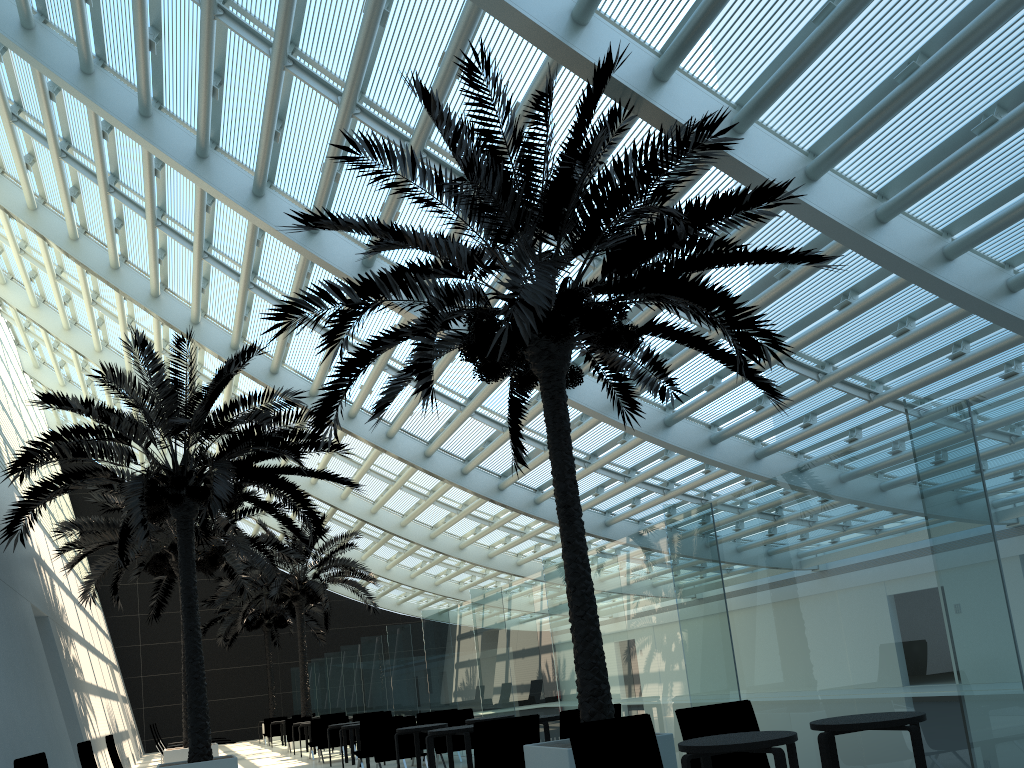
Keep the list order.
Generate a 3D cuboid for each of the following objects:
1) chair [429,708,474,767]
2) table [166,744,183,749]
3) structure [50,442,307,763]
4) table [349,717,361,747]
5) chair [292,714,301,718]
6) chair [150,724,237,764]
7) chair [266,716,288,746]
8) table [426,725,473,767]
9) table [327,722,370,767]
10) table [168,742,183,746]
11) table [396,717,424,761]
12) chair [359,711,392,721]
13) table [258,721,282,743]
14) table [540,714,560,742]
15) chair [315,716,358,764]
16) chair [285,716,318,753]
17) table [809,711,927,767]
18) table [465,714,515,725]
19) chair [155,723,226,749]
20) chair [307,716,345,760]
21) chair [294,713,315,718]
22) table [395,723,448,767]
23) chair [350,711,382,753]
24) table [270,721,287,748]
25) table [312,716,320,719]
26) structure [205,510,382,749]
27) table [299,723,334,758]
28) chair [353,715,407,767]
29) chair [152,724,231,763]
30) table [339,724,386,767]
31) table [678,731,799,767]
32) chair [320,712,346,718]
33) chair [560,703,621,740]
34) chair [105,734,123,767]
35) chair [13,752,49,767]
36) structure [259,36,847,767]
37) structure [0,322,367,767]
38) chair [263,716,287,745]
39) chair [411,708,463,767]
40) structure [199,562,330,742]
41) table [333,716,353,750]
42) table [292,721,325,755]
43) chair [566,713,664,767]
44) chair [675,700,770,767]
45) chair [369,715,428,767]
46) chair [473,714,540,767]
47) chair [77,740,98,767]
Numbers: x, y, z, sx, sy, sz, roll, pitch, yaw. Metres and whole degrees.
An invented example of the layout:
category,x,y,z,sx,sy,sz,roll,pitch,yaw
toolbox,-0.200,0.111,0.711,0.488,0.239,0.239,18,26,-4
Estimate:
category,x,y,z,sx,sy,sz,roll,pitch,yaw
chair,-0.750,5.364,13.143,0.715,0.852,0.926,-1,-15,-22
table,-8.989,9.999,23.513,0.561,0.496,0.570,-12,-15,20
structure,-6.797,4.585,17.739,4.316,6.620,4.788,-9,-12,11
table,-3.744,8.434,21.036,0.688,0.750,0.699,-12,-14,20
chair,-7.333,11.951,30.389,0.715,0.852,0.926,-1,-15,-22
chair,-8.171,9.198,22.398,2.034,1.111,0.962,0,-15,-22
chair,-7.612,11.334,28.472,0.715,0.852,0.926,-1,-15,-22
table,-0.596,4.372,10.096,0.688,0.750,0.699,-12,-14,20
table,-3.158,6.939,16.819,0.686,0.750,0.701,-10,-14,15
table,-9.929,10.937,25.968,0.561,0.496,0.570,-12,-15,20
table,-1.746,6.438,15.813,0.688,0.750,0.699,-12,-14,20
chair,-2.753,7.364,18.377,0.715,0.852,0.926,-1,-15,-22
table,-8.638,12.403,31.118,0.691,0.750,0.696,-13,-15,24
table,0.306,4.390,10.451,0.688,0.750,0.699,-12,-14,20
chair,-3.619,7.347,18.036,0.715,0.852,0.926,-1,-15,-22
chair,-5.596,9.321,23.204,0.715,0.852,0.926,-1,-15,-22
table,2.254,2.452,5.383,0.691,0.750,0.696,-13,-15,24
table,-0.258,4.962,11.951,0.686,0.750,0.701,-10,-14,15
chair,-10.021,11.046,27.233,2.034,1.111,0.962,0,-15,-22
chair,-4.207,7.947,19.613,0.715,0.852,0.926,-1,-15,-22
chair,-6.745,11.351,28.813,0.715,0.852,0.926,-1,-15,-22
table,-1.160,4.944,11.596,0.686,0.750,0.701,-10,-14,15
chair,-3.340,7.964,19.953,0.715,0.852,0.926,-1,-15,-22
table,-7.151,10.927,27.255,0.686,0.750,0.701,-10,-14,15
table,-6.249,10.944,27.610,0.686,0.750,0.701,-10,-14,15
structure,-6.310,7.212,25.848,4.820,6.741,4.623,0,-14,-28
table,-4.645,8.416,20.682,0.688,0.750,0.699,-12,-14,20
chair,-2.209,5.952,14.390,0.715,0.852,0.926,-1,-15,-22
chair,-9.082,10.108,24.778,2.034,1.111,0.962,0,-15,-22
table,-2.647,6.421,15.459,0.688,0.750,0.699,-12,-14,20
table,1.353,2.435,5.029,0.691,0.750,0.696,-13,-15,24
chair,-4.730,9.338,23.545,0.715,0.852,0.926,-1,-15,-22
chair,0.710,3.920,9.368,0.715,0.852,0.926,-1,-15,-22
chair,-3.144,4.179,9.259,2.034,1.111,0.962,0,-15,-22
chair,-1.323,2.359,4.497,2.034,1.111,0.962,0,-15,-22
structure,0.474,0.442,8.130,4.817,6.742,4.625,-6,-12,-4
structure,-4.477,2.495,12.255,4.675,6.562,4.419,5,-16,-43
chair,-8.199,11.935,30.049,0.715,0.852,0.926,-1,-15,-22
chair,-1.342,5.969,14.730,0.715,0.852,0.926,-1,-15,-22
structure,-9.170,10.092,33.396,4.487,6.741,4.967,5,-17,-43
table,-4.242,8.940,22.364,0.686,0.750,0.701,-10,-14,15
table,-5.144,8.923,22.010,0.686,0.750,0.701,-10,-14,15
chair,0.936,2.797,6.128,0.715,0.852,0.926,-1,-15,-22
chair,1.803,2.814,6.469,0.715,0.852,0.926,-1,-15,-22
chair,-1.617,5.347,12.802,0.715,0.852,0.926,-1,-15,-22
chair,-0.157,3.903,9.027,0.715,0.852,0.926,-1,-15,-22
chair,-2.233,3.269,6.878,2.034,1.111,0.962,0,-15,-22
